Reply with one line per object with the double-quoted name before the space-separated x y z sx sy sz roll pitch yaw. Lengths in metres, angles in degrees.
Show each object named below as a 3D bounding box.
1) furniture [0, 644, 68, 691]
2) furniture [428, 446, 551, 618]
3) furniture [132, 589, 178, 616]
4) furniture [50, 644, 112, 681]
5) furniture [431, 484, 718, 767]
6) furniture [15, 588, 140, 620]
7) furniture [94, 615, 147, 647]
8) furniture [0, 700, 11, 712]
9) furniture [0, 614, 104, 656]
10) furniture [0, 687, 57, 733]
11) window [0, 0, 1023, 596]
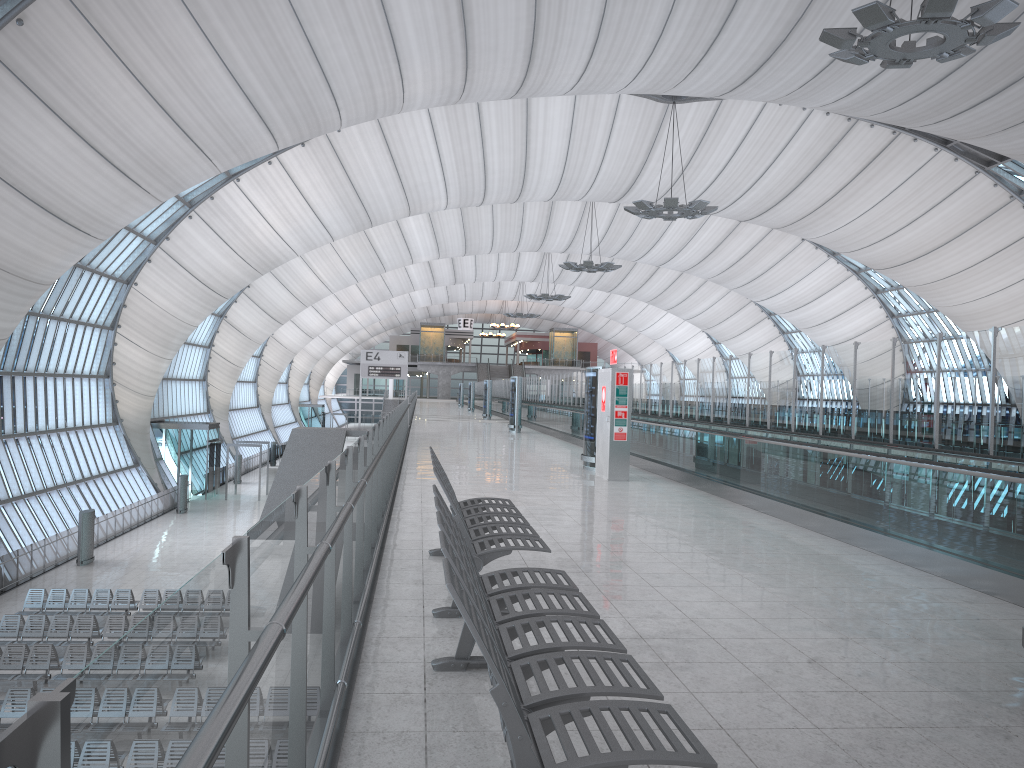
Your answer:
"furniture" -10.712 5.764 18.094 2.705 0.913 1.572 2 0 -6
"furniture" -0.246 0.991 6.468 0.713 0.902 2.520 2 0 -6
"furniture" -8.401 5.878 23.352 2.705 0.913 1.572 2 0 -6
"furniture" -7.883 5.855 18.389 2.705 0.913 1.572 2 0 -6
"furniture" 0.050 0.976 3.461 0.713 0.902 2.520 2 0 -6
"furniture" -11.229 5.786 23.057 2.705 0.913 1.572 2 0 -6
"furniture" -8.127 5.866 20.725 2.705 0.913 1.572 2 0 -6
"furniture" -10.434 5.752 15.437 2.705 0.913 1.572 2 0 -6
"furniture" -10.955 5.774 20.430 2.705 0.913 1.572 2 0 -6
"furniture" -7.606 5.843 15.732 2.705 0.913 1.572 2 0 -6
"window" 2.879 -2.784 74.948 50.537 20.004 167.818 2 0 -6
